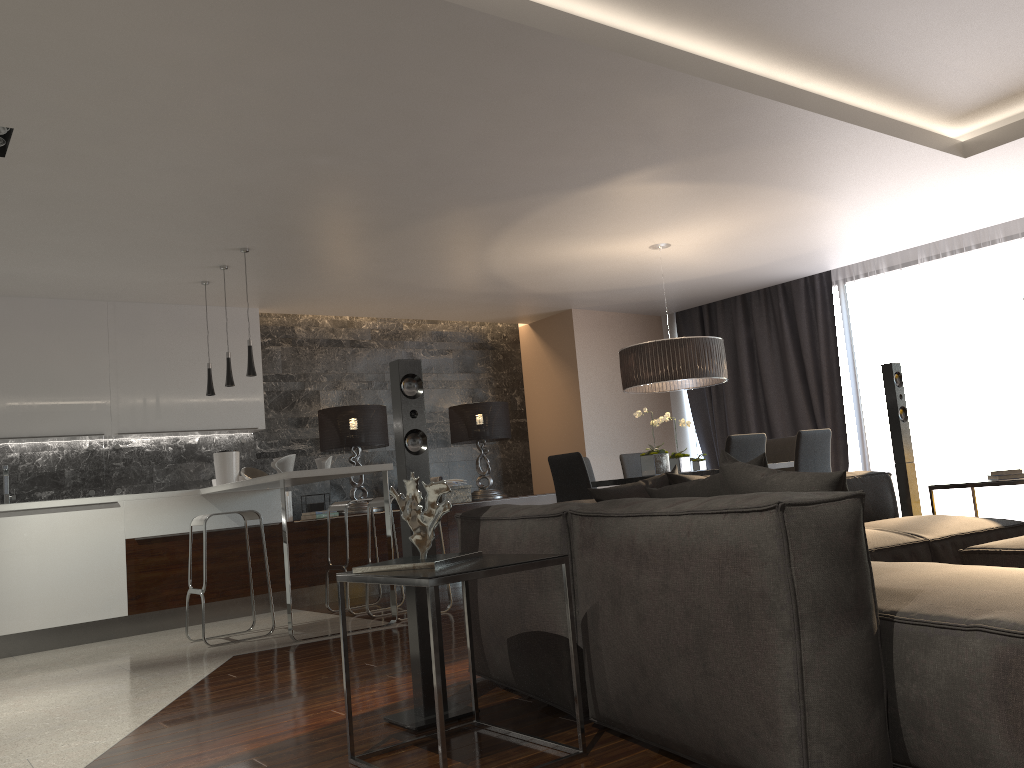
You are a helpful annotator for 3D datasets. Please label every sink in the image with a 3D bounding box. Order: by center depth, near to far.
[{"bbox_3d":[-3.397,0.830,6.266,1.215,0.520,0.482,-1,-8,-37],"label":"sink"}]

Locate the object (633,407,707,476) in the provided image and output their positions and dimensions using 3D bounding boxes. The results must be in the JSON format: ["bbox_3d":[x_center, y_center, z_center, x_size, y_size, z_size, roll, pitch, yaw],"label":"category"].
[{"bbox_3d":[1.173,0.420,6.598,0.606,0.501,0.293,0,-9,-40],"label":"object"}]

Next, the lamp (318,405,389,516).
[{"bbox_3d":[-1.393,0.684,7.848,0.560,0.933,0.625,-12,-9,43],"label":"lamp"}]

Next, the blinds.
[{"bbox_3d":[4.290,-0.250,7.223,0.790,2.893,7.090,1,-10,-44],"label":"blinds"}]

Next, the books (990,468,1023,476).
[{"bbox_3d":[2.593,0.459,4.608,0.148,0.022,0.215,-10,-8,30],"label":"books"}]

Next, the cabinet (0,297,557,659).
[{"bbox_3d":[-1.504,0.324,5.551,7.291,2.500,4.214,-1,-8,-37],"label":"cabinet"}]

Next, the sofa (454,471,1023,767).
[{"bbox_3d":[1.376,0.661,3.223,2.601,0.704,2.610,-2,-8,-27],"label":"sofa"}]

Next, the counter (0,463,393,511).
[{"bbox_3d":[-3.172,0.732,5.265,4.246,0.041,2.550,-1,-8,-37],"label":"counter"}]

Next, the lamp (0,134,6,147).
[{"bbox_3d":[-2.357,-1.097,3.913,0.168,0.077,0.186,-11,-8,36],"label":"lamp"}]

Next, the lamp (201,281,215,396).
[{"bbox_3d":[-2.227,-0.333,6.443,0.061,0.845,0.055,0,-8,-36],"label":"lamp"}]

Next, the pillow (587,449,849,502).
[{"bbox_3d":[0.738,0.492,3.407,1.027,0.431,2.159,-8,-7,17],"label":"pillow"}]

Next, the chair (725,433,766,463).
[{"bbox_3d":[1.405,0.838,5.804,0.451,0.964,0.542,0,-8,-36],"label":"chair"}]

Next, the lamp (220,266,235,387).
[{"bbox_3d":[-1.975,-0.401,6.092,0.061,0.845,0.055,0,-8,-36],"label":"lamp"}]

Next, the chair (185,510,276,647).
[{"bbox_3d":[-1.821,1.227,5.635,0.454,0.800,0.398,0,-8,-37],"label":"chair"}]

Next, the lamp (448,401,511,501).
[{"bbox_3d":[-0.292,0.673,8.687,0.606,0.933,0.579,-4,-7,-10],"label":"lamp"}]

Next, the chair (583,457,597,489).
[{"bbox_3d":[0.661,1.037,6.840,0.451,0.964,0.542,0,-8,-36],"label":"chair"}]

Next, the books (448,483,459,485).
[{"bbox_3d":[-0.648,0.958,8.377,0.253,0.011,0.318,-6,-7,0],"label":"books"}]

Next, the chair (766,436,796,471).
[{"bbox_3d":[2.056,0.927,7.097,0.603,0.964,0.405,0,-8,-37],"label":"chair"}]

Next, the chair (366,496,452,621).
[{"bbox_3d":[-0.722,1.153,5.947,0.454,0.800,0.398,0,-8,-37],"label":"chair"}]

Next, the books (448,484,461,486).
[{"bbox_3d":[-0.632,0.968,8.389,0.253,0.011,0.318,-6,-7,0],"label":"books"}]

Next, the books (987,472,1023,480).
[{"bbox_3d":[2.590,0.480,4.591,0.159,0.023,0.237,-7,-7,14],"label":"books"}]

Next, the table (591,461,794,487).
[{"bbox_3d":[1.345,1.035,6.533,1.688,0.760,0.986,-1,-8,-37],"label":"table"}]

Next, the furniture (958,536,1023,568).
[{"bbox_3d":[2.350,0.673,3.044,1.148,0.440,1.044,-2,-8,-27],"label":"furniture"}]

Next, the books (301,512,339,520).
[{"bbox_3d":[-1.593,1.095,7.291,0.171,0.034,0.255,-10,-8,32],"label":"books"}]

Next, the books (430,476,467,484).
[{"bbox_3d":[-0.621,0.940,8.448,0.286,0.109,0.308,-2,-8,-27],"label":"books"}]

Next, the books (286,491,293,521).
[{"bbox_3d":[-1.863,1.015,7.281,0.025,0.243,0.166,0,-8,-36],"label":"books"}]

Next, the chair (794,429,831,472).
[{"bbox_3d":[1.993,0.832,6.252,0.451,0.964,0.542,0,-8,-36],"label":"chair"}]

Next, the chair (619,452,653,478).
[{"bbox_3d":[1.249,1.031,7.287,0.451,0.964,0.542,0,-8,-36],"label":"chair"}]

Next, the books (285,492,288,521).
[{"bbox_3d":[-1.889,1.012,7.235,0.020,0.243,0.165,0,-8,-36],"label":"books"}]

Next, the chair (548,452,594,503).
[{"bbox_3d":[0.615,0.944,6.029,0.603,0.964,0.405,0,-8,-37],"label":"chair"}]

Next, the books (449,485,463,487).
[{"bbox_3d":[-0.637,0.978,8.372,0.249,0.011,0.324,-7,-7,10],"label":"books"}]

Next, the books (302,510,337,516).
[{"bbox_3d":[-1.595,1.065,7.285,0.158,0.024,0.238,-10,-8,32],"label":"books"}]

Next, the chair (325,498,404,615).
[{"bbox_3d":[-1.108,1.256,6.483,0.454,0.800,0.398,0,-8,-37],"label":"chair"}]

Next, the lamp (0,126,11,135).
[{"bbox_3d":[-2.258,-1.123,3.776,0.186,0.077,0.167,-1,-8,-37],"label":"lamp"}]

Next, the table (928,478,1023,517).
[{"bbox_3d":[2.598,0.775,4.580,0.475,0.563,0.569,0,-8,-36],"label":"table"}]

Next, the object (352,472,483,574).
[{"bbox_3d":[-0.297,0.415,2.727,0.274,0.287,0.295,-8,-7,23],"label":"object"}]

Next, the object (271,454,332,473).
[{"bbox_3d":[-1.384,0.525,5.777,0.461,0.133,0.178,-1,-8,-36],"label":"object"}]

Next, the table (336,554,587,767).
[{"bbox_3d":[-0.165,0.816,2.596,0.475,0.563,0.569,0,-8,-36],"label":"table"}]

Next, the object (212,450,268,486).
[{"bbox_3d":[-2.220,0.693,7.189,0.433,0.298,0.550,-2,-7,-24],"label":"object"}]

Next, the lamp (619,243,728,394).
[{"bbox_3d":[1.187,-0.528,6.721,0.824,1.102,0.784,-4,-7,-13],"label":"lamp"}]

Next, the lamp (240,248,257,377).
[{"bbox_3d":[-1.722,-0.468,5.741,0.061,0.845,0.055,0,-8,-36],"label":"lamp"}]

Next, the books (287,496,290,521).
[{"bbox_3d":[-1.869,1.031,7.249,0.022,0.205,0.147,0,-8,-36],"label":"books"}]
